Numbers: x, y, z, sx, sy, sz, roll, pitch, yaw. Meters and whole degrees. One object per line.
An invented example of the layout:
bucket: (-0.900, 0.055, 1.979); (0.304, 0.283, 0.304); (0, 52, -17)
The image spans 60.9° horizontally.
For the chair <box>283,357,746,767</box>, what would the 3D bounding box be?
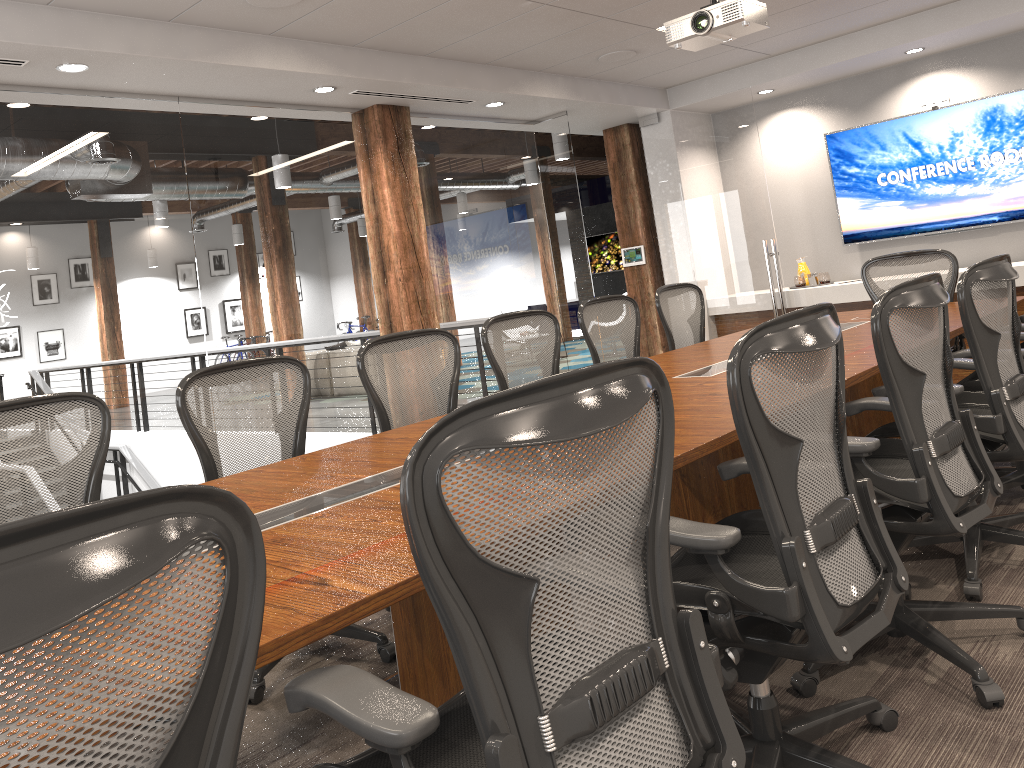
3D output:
chair: (-0.039, 0.528, 1.444); (0.750, 1.100, 0.809); (-9, -1, 42)

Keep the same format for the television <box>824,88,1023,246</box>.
television: (3.574, -1.791, 7.151); (1.883, 1.115, 0.065); (-5, -1, 42)

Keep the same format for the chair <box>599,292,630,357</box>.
chair: (1.470, -0.899, 13.097); (0.792, 0.929, 0.669); (-8, -1, -10)

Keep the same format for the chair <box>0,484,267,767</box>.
chair: (-0.575, 0.678, 0.791); (0.781, 1.100, 0.778); (-9, -1, 36)

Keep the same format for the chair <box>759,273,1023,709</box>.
chair: (1.040, 0.241, 2.635); (0.749, 1.100, 0.811); (-9, -1, 44)

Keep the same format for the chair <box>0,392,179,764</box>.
chair: (-1.380, 0.580, 2.710); (0.784, 1.100, 0.775); (-9, -1, 24)

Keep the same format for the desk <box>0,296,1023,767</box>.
desk: (0.434, 0.441, 3.089); (1.385, 0.758, 6.126); (-5, 7, 43)

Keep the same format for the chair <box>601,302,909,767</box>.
chair: (0.510, 0.389, 1.983); (0.784, 1.100, 0.775); (-9, -1, 24)

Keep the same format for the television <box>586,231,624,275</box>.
television: (2.097, -2.667, 17.539); (1.443, 0.801, 0.050); (-5, -1, 42)

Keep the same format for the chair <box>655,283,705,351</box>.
chair: (1.359, -0.137, 5.616); (0.810, 1.100, 0.749); (-7, -1, -41)

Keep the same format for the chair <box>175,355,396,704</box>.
chair: (-0.791, 0.437, 3.234); (0.751, 1.100, 0.809); (-9, -1, 32)

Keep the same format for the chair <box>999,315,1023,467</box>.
chair: (2.670, -0.193, 4.421); (0.749, 1.100, 0.811); (-9, -1, 44)

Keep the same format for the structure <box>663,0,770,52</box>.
structure: (1.076, -2.081, 4.707); (0.453, 0.459, 0.322); (-7, 0, 43)

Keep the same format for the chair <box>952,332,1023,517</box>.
chair: (2.140, -0.050, 3.825); (0.810, 1.100, 0.749); (-8, -1, -37)

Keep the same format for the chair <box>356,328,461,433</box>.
chair: (-0.244, 0.290, 3.851); (0.782, 1.100, 0.776); (-9, -1, 28)

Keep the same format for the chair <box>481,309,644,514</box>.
chair: (0.292, 0.149, 4.420); (0.750, 1.100, 0.810); (-9, -1, 35)

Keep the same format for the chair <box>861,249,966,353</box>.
chair: (2.443, -0.256, 5.284); (0.761, 1.100, 0.798); (-9, -1, 26)

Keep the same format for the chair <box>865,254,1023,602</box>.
chair: (1.597, 0.100, 3.179); (0.782, 1.100, 0.776); (-9, -1, 28)

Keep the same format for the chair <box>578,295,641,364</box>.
chair: (0.810, 0.002, 5.074); (0.783, 1.100, 0.775); (-9, -1, 26)
